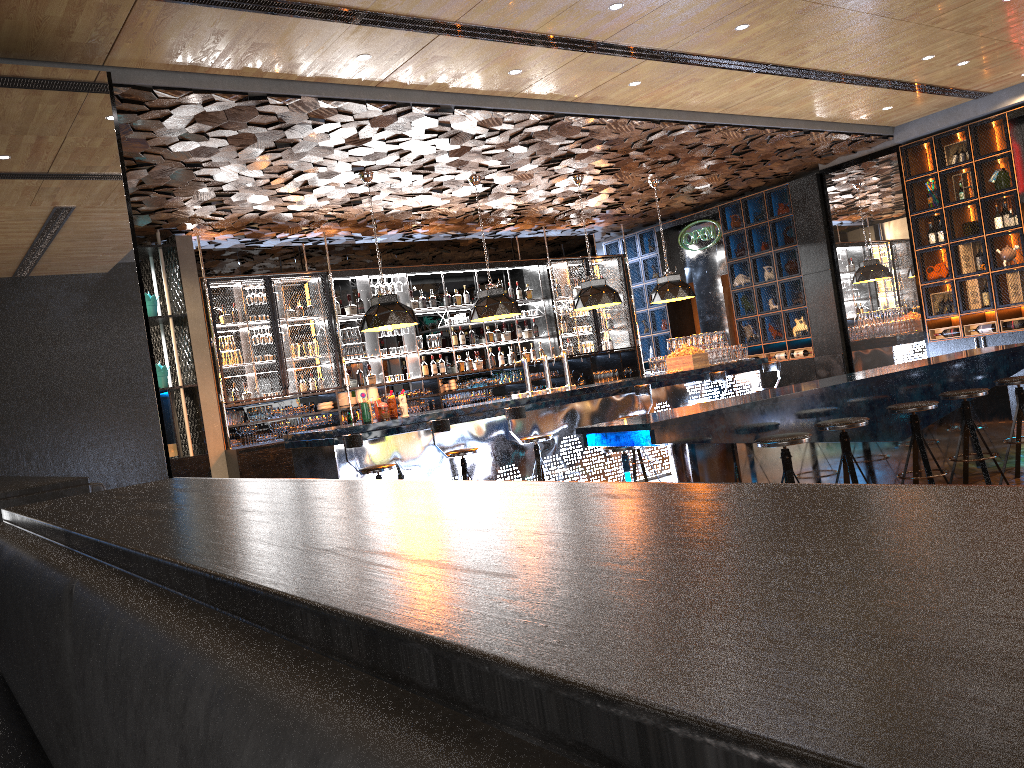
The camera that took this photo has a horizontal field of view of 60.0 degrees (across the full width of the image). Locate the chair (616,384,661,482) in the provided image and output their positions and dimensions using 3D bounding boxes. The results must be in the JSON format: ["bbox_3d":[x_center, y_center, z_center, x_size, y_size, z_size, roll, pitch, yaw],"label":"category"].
[{"bbox_3d":[1.296,0.581,9.201,0.476,1.108,0.419,-9,0,-20],"label":"chair"}]

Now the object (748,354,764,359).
[{"bbox_3d":[3.647,-0.372,13.278,0.122,0.133,0.396,-9,0,-35],"label":"object"}]

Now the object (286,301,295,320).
[{"bbox_3d":[-2.799,-0.924,11.129,0.108,0.244,0.108,-8,0,43],"label":"object"}]

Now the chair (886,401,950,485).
[{"bbox_3d":[2.723,0.524,5.904,0.419,0.813,0.419,-9,0,-40],"label":"chair"}]

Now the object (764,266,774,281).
[{"bbox_3d":[3.818,-1.617,12.983,0.253,0.249,0.126,-9,0,25],"label":"object"}]

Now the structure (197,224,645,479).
[{"bbox_3d":[-0.773,-0.351,12.256,6.750,3.553,1.143,-9,0,-35],"label":"structure"}]

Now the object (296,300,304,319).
[{"bbox_3d":[-2.687,-0.944,11.207,0.072,0.246,0.073,-8,0,40],"label":"object"}]

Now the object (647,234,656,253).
[{"bbox_3d":[2.346,-2.332,14.799,0.116,0.358,0.198,-9,0,-35],"label":"object"}]

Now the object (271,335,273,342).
[{"bbox_3d":[-2.933,-0.621,10.905,0.081,0.213,0.081,-9,0,-30],"label":"object"}]

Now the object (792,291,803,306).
[{"bbox_3d":[4.085,-1.203,12.657,0.212,0.220,0.119,-8,0,39],"label":"object"}]

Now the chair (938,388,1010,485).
[{"bbox_3d":[3.260,0.442,6.286,0.419,0.813,0.419,-9,0,-40],"label":"chair"}]

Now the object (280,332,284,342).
[{"bbox_3d":[-2.860,-0.632,10.957,0.081,0.213,0.081,-9,0,-30],"label":"object"}]

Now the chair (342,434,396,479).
[{"bbox_3d":[-1.138,0.955,7.563,0.476,1.108,0.419,-9,0,-35],"label":"chair"}]

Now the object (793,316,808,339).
[{"bbox_3d":[4.161,-0.817,12.632,0.164,0.303,0.341,-9,0,-30],"label":"object"}]

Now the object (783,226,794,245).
[{"bbox_3d":[3.966,-2.102,12.631,0.114,0.290,0.249,-9,0,-35],"label":"object"}]

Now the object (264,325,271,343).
[{"bbox_3d":[-3.003,-0.610,10.855,0.081,0.213,0.081,-9,0,-30],"label":"object"}]

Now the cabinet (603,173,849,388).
[{"bbox_3d":[3.329,-0.960,13.949,0.691,3.514,4.416,-9,0,-35],"label":"cabinet"}]

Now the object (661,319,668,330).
[{"bbox_3d":[2.634,-0.987,14.838,0.278,0.222,0.138,-9,0,-6],"label":"object"}]

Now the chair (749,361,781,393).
[{"bbox_3d":[3.059,0.309,10.602,0.476,1.108,0.419,-9,0,-25],"label":"chair"}]

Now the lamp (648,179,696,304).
[{"bbox_3d":[1.957,-1.854,11.448,0.582,1.564,0.607,-9,0,-35],"label":"lamp"}]

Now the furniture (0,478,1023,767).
[{"bbox_3d":[0.195,0.759,1.153,1.802,1.137,7.087,-9,0,-35],"label":"furniture"}]

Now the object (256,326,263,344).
[{"bbox_3d":[-3.080,-0.598,10.800,0.081,0.213,0.081,-9,0,-30],"label":"object"}]

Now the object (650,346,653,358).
[{"bbox_3d":[2.438,-0.538,15.201,0.126,0.249,0.253,-9,0,30],"label":"object"}]

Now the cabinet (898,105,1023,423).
[{"bbox_3d":[6.534,-1.431,9.361,0.691,3.514,4.416,-9,0,-35],"label":"cabinet"}]

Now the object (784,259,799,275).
[{"bbox_3d":[4.026,-1.648,12.641,0.265,0.239,0.266,-8,0,33],"label":"object"}]

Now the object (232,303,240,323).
[{"bbox_3d":[-3.349,-0.855,10.739,0.075,0.261,0.075,-9,0,14],"label":"object"}]

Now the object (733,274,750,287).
[{"bbox_3d":[3.529,-1.560,13.337,0.403,0.221,0.192,-9,0,24],"label":"object"}]

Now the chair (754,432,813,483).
[{"bbox_3d":[1.621,0.694,5.110,0.419,0.813,0.419,-9,0,-40],"label":"chair"}]

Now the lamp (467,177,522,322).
[{"bbox_3d":[-0.295,-1.508,9.836,0.582,1.564,0.607,-9,0,-35],"label":"lamp"}]

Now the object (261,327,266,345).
[{"bbox_3d":[-3.085,-0.598,10.973,0.081,0.213,0.081,-9,0,-30],"label":"object"}]

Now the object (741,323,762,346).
[{"bbox_3d":[3.640,-0.766,13.352,0.175,0.351,0.369,-9,0,-30],"label":"object"}]

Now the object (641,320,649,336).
[{"bbox_3d":[2.366,-0.983,15.161,0.290,0.290,0.097,-9,0,3],"label":"object"}]

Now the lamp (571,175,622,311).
[{"bbox_3d":[0.899,-1.691,10.545,0.582,1.564,0.607,-9,0,-35],"label":"lamp"}]

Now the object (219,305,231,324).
[{"bbox_3d":[-3.448,-0.830,10.649,0.108,0.244,0.108,-8,0,43],"label":"object"}]

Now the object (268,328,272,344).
[{"bbox_3d":[-3.015,-0.609,11.022,0.081,0.213,0.081,-9,0,-30],"label":"object"}]

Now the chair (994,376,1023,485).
[{"bbox_3d":[3.888,0.345,6.720,0.419,0.813,0.419,-9,0,-40],"label":"chair"}]

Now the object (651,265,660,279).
[{"bbox_3d":[2.431,-1.870,14.774,0.097,0.290,0.290,-9,0,-37],"label":"object"}]

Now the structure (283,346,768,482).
[{"bbox_3d":[0.539,0.400,10.064,6.009,1.685,1.214,-9,0,-35],"label":"structure"}]

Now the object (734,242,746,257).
[{"bbox_3d":[3.453,-2.004,13.343,0.126,0.249,0.253,-9,0,-35],"label":"object"}]

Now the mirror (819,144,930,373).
[{"bbox_3d":[4.776,-1.190,11.544,0.026,3.551,1.194,-9,0,-35],"label":"mirror"}]

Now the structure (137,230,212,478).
[{"bbox_3d":[-5.492,0.284,9.115,4.269,3.734,0.705,-9,0,-35],"label":"structure"}]

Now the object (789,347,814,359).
[{"bbox_3d":[4.135,-0.444,12.575,0.123,0.132,0.396,-9,0,-34],"label":"object"}]

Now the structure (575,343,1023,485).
[{"bbox_3d":[2.658,0.436,6.718,4.941,0.998,0.673,-9,0,-35],"label":"structure"}]

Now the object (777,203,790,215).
[{"bbox_3d":[3.904,-2.491,12.635,0.138,0.222,0.278,-9,0,-35],"label":"object"}]

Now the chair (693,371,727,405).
[{"bbox_3d":[2.250,0.434,9.942,0.476,1.108,0.419,-9,0,-20],"label":"chair"}]

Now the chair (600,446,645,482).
[{"bbox_3d":[0.837,0.809,6.224,0.419,0.813,0.419,-9,0,-40],"label":"chair"}]

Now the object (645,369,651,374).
[{"bbox_3d":[2.395,-0.189,15.096,0.123,0.132,0.396,-9,0,-35],"label":"object"}]

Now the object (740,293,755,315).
[{"bbox_3d":[3.580,-1.204,13.350,0.167,0.356,0.255,-9,0,-30],"label":"object"}]

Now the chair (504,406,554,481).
[{"bbox_3d":[0.231,0.745,8.316,0.476,1.108,0.419,-9,0,-35],"label":"chair"}]

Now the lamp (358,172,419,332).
[{"bbox_3d":[-1.344,-1.320,8.929,0.582,1.606,0.607,-9,0,-35],"label":"lamp"}]

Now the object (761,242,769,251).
[{"bbox_3d":[3.738,-2.006,13.011,0.210,0.168,0.105,-9,0,-36],"label":"object"}]

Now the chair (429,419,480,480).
[{"bbox_3d":[-0.439,0.848,7.983,0.476,1.108,0.419,-9,0,-35],"label":"chair"}]

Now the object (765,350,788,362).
[{"bbox_3d":[3.889,-0.407,12.928,0.122,0.132,0.396,-9,0,-35],"label":"object"}]

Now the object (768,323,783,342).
[{"bbox_3d":[3.863,-0.761,12.985,0.208,0.280,0.131,-8,0,37],"label":"object"}]

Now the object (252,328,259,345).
[{"bbox_3d":[-3.162,-0.586,10.917,0.081,0.213,0.081,-9,0,-30],"label":"object"}]

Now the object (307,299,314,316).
[{"bbox_3d":[-2.570,-0.962,11.291,0.073,0.246,0.072,-9,0,-20],"label":"object"}]

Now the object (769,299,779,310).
[{"bbox_3d":[3.854,-1.160,13.016,0.096,0.210,0.183,-9,0,-32],"label":"object"}]

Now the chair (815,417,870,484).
[{"bbox_3d":[2.109,0.619,5.512,0.419,0.813,0.419,-9,0,-40],"label":"chair"}]
